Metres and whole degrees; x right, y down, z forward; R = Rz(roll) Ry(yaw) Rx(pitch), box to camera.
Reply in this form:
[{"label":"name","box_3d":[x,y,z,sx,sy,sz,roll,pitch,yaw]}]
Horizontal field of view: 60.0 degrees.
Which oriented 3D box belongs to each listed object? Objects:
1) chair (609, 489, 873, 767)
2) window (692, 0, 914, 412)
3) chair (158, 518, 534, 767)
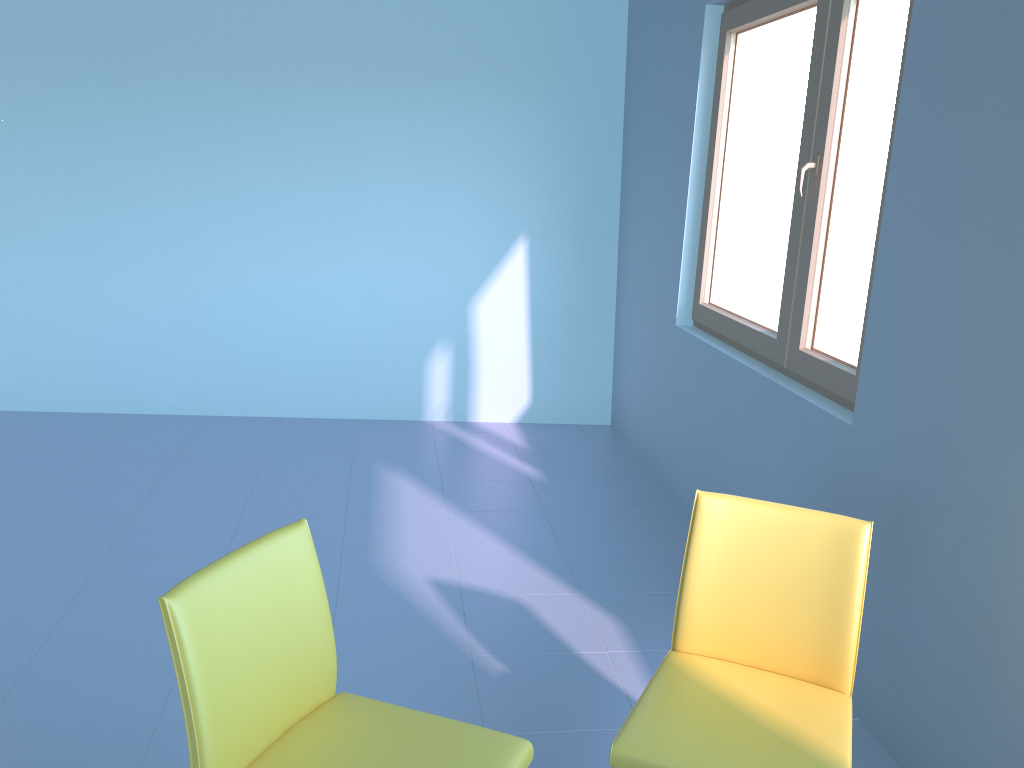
[{"label":"chair","box_3d":[0.437,0.622,1.660,0.387,0.695,0.484,9,15,22]},{"label":"window","box_3d":[0.895,-0.681,2.897,0.142,1.263,1.475,1,14,-8]},{"label":"chair","box_3d":[-0.260,0.641,1.439,0.484,0.695,0.387,9,15,22]}]
